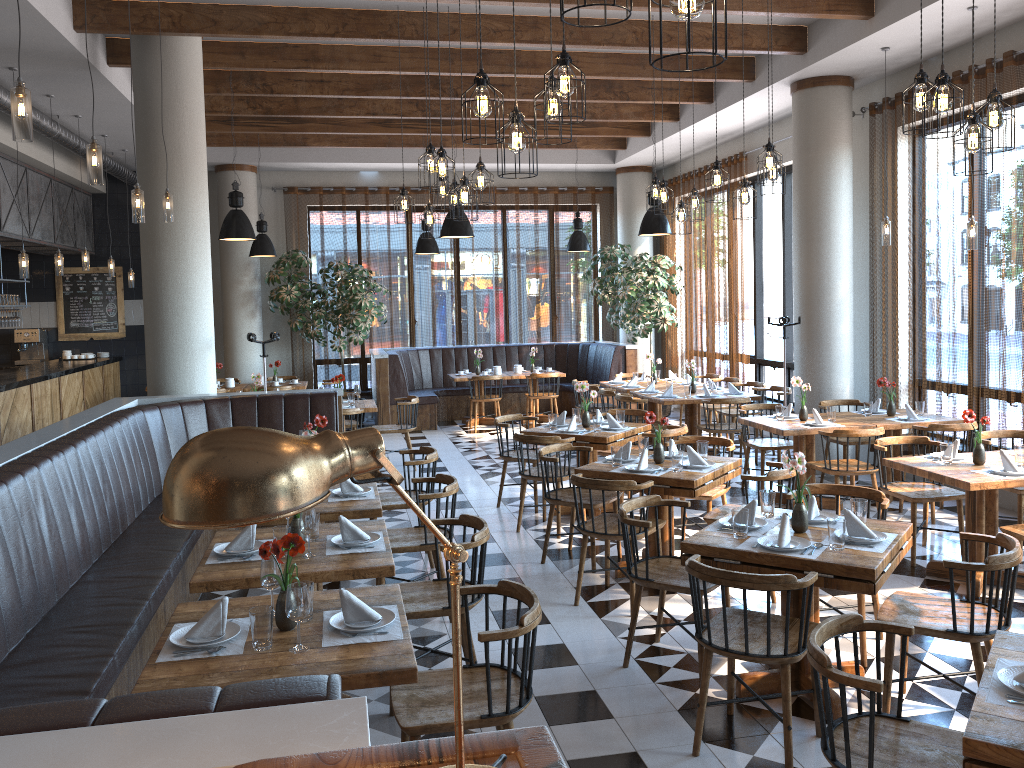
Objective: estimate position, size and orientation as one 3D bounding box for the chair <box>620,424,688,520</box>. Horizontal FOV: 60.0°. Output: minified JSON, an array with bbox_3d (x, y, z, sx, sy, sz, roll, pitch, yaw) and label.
[{"bbox_3d":[1.200,0.754,7.455,0.550,0.815,0.520,1,4,34],"label":"chair"}]

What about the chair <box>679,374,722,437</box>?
[{"bbox_3d":[2.559,0.290,11.988,0.550,0.815,0.520,-2,4,-11],"label":"chair"}]

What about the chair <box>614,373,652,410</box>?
[{"bbox_3d":[1.711,0.278,12.336,0.519,0.815,0.551,-2,4,-11],"label":"chair"}]

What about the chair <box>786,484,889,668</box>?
[{"bbox_3d":[1.734,0.996,4.763,0.519,0.815,0.551,1,5,34],"label":"chair"}]

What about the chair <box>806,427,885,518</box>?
[{"bbox_3d":[2.724,0.739,7.209,0.519,0.815,0.551,-2,4,-11],"label":"chair"}]

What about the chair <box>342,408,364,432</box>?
[{"bbox_3d":[-1.822,0.650,9.371,0.519,0.815,0.551,-2,4,-11],"label":"chair"}]

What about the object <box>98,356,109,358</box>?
[{"bbox_3d":[-6.358,-0.419,13.783,0.176,0.016,0.176,1,6,24],"label":"object"}]

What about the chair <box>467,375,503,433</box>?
[{"bbox_3d":[-0.388,0.270,12.989,0.519,0.815,0.551,-2,4,-11],"label":"chair"}]

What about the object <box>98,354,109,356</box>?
[{"bbox_3d":[-6.359,-0.449,13.782,0.176,0.016,0.176,1,6,24],"label":"object"}]

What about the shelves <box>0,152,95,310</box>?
[{"bbox_3d":[-6.293,-1.806,10.929,0.682,1.791,5.879,-2,5,-11],"label":"shelves"}]

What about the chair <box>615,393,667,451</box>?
[{"bbox_3d":[1.438,0.519,9.872,0.550,0.815,0.520,-2,4,-11],"label":"chair"}]

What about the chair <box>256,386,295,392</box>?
[{"bbox_3d":[-3.224,0.422,12.145,0.519,0.815,0.551,-2,4,-11],"label":"chair"}]

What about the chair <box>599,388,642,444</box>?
[{"bbox_3d":[1.316,0.464,10.489,0.550,0.815,0.520,-2,4,-11],"label":"chair"}]

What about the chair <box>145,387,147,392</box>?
[{"bbox_3d":[-4.852,0.431,12.495,0.550,0.815,0.520,-2,4,-11],"label":"chair"}]

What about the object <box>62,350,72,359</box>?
[{"bbox_3d":[-6.850,-0.450,13.644,0.130,0.128,0.130,1,5,35],"label":"object"}]

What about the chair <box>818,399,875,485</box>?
[{"bbox_3d":[3.298,0.587,8.651,0.519,0.815,0.551,-2,4,-11],"label":"chair"}]

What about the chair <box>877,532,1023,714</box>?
[{"bbox_3d":[1.911,1.077,3.869,0.550,0.815,0.520,1,4,34],"label":"chair"}]

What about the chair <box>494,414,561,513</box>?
[{"bbox_3d":[0.129,0.714,8.173,0.550,0.815,0.520,1,4,34],"label":"chair"}]

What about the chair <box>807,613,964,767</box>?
[{"bbox_3d":[1.207,1.202,2.734,0.550,0.815,0.520,1,4,34],"label":"chair"}]

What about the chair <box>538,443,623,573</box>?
[{"bbox_3d":[0.479,0.872,6.410,0.550,0.815,0.520,1,4,34],"label":"chair"}]

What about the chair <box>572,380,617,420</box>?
[{"bbox_3d":[1.078,0.356,11.691,0.550,0.815,0.520,-2,4,-11],"label":"chair"}]

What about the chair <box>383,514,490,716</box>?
[{"bbox_3d":[-0.375,1.094,4.306,0.550,0.815,0.520,-2,4,-11],"label":"chair"}]

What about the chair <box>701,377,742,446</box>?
[{"bbox_3d":[2.674,0.342,11.405,0.550,0.815,0.520,-2,4,-11],"label":"chair"}]

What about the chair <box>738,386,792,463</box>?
[{"bbox_3d":[2.919,0.453,10.169,0.550,0.815,0.520,-2,4,-11],"label":"chair"}]

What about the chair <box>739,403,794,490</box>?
[{"bbox_3d":[2.471,0.624,8.488,0.519,0.815,0.551,-2,4,-11],"label":"chair"}]

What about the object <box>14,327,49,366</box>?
[{"bbox_3d":[-7.330,-0.573,13.460,0.356,0.568,0.551,-2,4,-11],"label":"object"}]

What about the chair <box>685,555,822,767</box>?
[{"bbox_3d":[1.017,1.116,3.694,0.519,0.815,0.551,1,5,34],"label":"chair"}]

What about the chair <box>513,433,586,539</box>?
[{"bbox_3d":[0.306,0.794,7.280,0.519,0.815,0.551,1,5,34],"label":"chair"}]

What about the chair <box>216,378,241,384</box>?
[{"bbox_3d":[-4.318,0.345,13.253,0.519,0.815,0.551,-2,4,-11],"label":"chair"}]

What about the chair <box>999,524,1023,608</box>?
[{"bbox_3d":[3.151,0.933,5.051,0.519,0.815,0.551,-2,4,-11],"label":"chair"}]

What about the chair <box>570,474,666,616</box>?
[{"bbox_3d":[0.656,0.952,5.516,0.519,0.815,0.551,1,5,34],"label":"chair"}]

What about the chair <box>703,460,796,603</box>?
[{"bbox_3d":[1.550,0.913,5.692,0.550,0.815,0.520,1,4,34],"label":"chair"}]

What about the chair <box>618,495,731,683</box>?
[{"bbox_3d":[0.840,1.036,4.587,0.550,0.815,0.520,1,4,34],"label":"chair"}]

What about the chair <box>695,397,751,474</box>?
[{"bbox_3d":[2.271,0.533,9.506,0.519,0.815,0.551,-2,4,-11],"label":"chair"}]

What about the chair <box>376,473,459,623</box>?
[{"bbox_3d":[-0.589,0.997,5.386,0.550,0.815,0.520,-2,4,-11],"label":"chair"}]

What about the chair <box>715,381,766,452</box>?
[{"bbox_3d":[2.801,0.399,10.768,0.550,0.815,0.520,-2,4,-11],"label":"chair"}]

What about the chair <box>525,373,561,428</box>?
[{"bbox_3d":[0.454,0.233,13.154,0.519,0.815,0.551,-2,4,-11],"label":"chair"}]

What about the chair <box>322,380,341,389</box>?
[{"bbox_3d":[-2.758,0.340,12.894,0.550,0.815,0.520,-2,4,-11],"label":"chair"}]

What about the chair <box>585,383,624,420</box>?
[{"bbox_3d":[1.190,0.406,11.127,0.550,0.815,0.520,-2,4,-11],"label":"chair"}]

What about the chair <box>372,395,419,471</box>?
[{"bbox_3d":[-1.327,0.565,10.131,0.550,0.815,0.520,-2,4,-11],"label":"chair"}]

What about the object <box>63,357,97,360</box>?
[{"bbox_3d":[-6.548,-0.381,13.421,0.437,0.018,0.273,-3,6,-11],"label":"object"}]

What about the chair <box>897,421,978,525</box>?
[{"bbox_3d":[3.551,0.702,7.371,0.519,0.815,0.551,-2,4,-11],"label":"chair"}]

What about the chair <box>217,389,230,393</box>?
[{"bbox_3d":[-4.067,0.460,11.980,0.519,0.815,0.551,-2,4,-11],"label":"chair"}]

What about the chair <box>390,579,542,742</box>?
[{"bbox_3d":[-0.161,1.191,3.226,0.550,0.815,0.520,-2,4,-11],"label":"chair"}]

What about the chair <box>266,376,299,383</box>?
[{"bbox_3d":[-3.476,0.308,13.419,0.519,0.815,0.551,-2,4,-11],"label":"chair"}]

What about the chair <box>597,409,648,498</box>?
[{"bbox_3d":[1.023,0.674,8.349,0.519,0.815,0.551,1,5,34],"label":"chair"}]

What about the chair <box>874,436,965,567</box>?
[{"bbox_3d":[2.898,0.818,6.331,0.519,0.815,0.551,-2,4,-11],"label":"chair"}]

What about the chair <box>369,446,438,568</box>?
[{"bbox_3d":[-0.803,0.900,6.466,0.550,0.815,0.520,-2,4,-11],"label":"chair"}]

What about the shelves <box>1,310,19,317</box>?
[{"bbox_3d":[-8.091,-1.014,13.446,1.041,0.297,0.301,-2,4,-11],"label":"shelves"}]

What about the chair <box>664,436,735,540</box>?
[{"bbox_3d":[1.373,0.833,6.585,0.519,0.815,0.551,1,5,34],"label":"chair"}]

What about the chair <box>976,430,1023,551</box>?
[{"bbox_3d":[3.725,0.781,6.493,0.519,0.815,0.551,-2,4,-11],"label":"chair"}]

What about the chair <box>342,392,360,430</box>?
[{"bbox_3d":[-2.079,0.533,10.673,0.519,0.815,0.551,-2,4,-11],"label":"chair"}]
